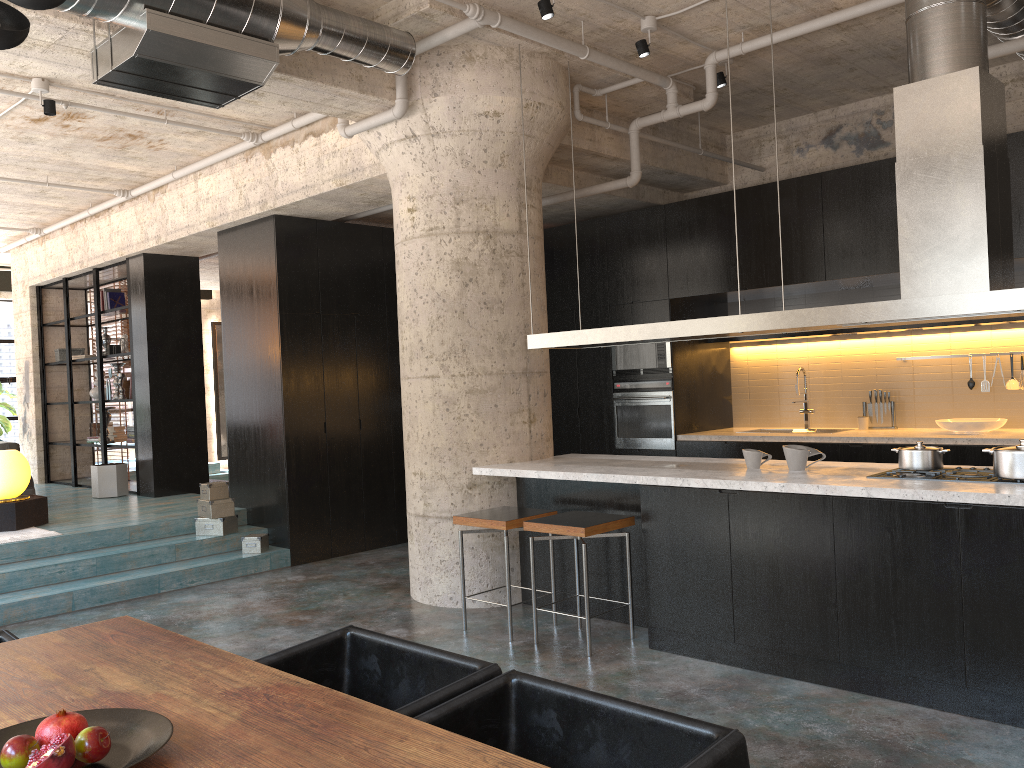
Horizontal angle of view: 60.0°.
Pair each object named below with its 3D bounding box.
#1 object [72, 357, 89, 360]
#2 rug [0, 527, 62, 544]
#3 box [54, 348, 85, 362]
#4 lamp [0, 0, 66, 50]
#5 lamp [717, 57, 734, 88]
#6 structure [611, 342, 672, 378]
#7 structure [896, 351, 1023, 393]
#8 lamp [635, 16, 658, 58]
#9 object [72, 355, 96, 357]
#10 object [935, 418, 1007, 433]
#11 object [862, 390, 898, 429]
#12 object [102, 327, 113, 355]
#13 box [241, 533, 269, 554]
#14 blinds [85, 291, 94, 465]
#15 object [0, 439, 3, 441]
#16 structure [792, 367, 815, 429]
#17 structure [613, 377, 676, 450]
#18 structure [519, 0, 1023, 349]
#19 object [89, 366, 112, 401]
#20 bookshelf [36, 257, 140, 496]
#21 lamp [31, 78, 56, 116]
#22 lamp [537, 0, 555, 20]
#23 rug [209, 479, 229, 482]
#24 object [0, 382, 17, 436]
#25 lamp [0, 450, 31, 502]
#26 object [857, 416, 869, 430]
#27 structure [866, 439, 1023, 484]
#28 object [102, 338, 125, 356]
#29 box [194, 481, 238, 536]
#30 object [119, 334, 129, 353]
[{"bbox_3d":[-5.342,-0.317,11.044,0.243,0.034,0.179,-3,0,22],"label":"object"},{"bbox_3d":[-7.345,1.346,8.623,7.768,0.032,2.954,-2,0,44],"label":"rug"},{"bbox_3d":[-5.628,-0.367,11.290,0.306,0.157,0.312,-3,0,-36],"label":"box"},{"bbox_3d":[-1.025,-1.593,1.735,1.813,1.327,0.583,-2,0,44],"label":"lamp"},{"bbox_3d":[1.525,-2.256,6.387,0.145,0.236,0.107,-3,0,27],"label":"lamp"},{"bbox_3d":[1.394,-0.299,8.391,0.659,0.450,0.612,-2,0,44],"label":"structure"},{"bbox_3d":[3.689,-0.086,7.118,1.171,0.315,0.074,-2,0,44],"label":"structure"},{"bbox_3d":[0.867,-2.224,5.705,0.145,0.236,0.107,-3,0,27],"label":"lamp"},{"bbox_3d":[-5.333,-0.346,11.046,0.227,0.024,0.166,-3,0,23],"label":"object"},{"bbox_3d":[3.509,0.322,6.780,0.490,0.093,0.490,-2,0,41],"label":"object"},{"bbox_3d":[3.125,0.216,7.551,0.291,0.336,0.060,-3,0,38],"label":"object"},{"bbox_3d":[-5.041,-0.508,11.010,0.178,0.394,0.180,-3,0,38],"label":"object"},{"bbox_3d":[-2.179,1.356,7.536,0.172,0.140,0.187,-3,0,7],"label":"box"},{"bbox_3d":[-4.624,0.136,11.014,2.915,3.160,0.136,-2,0,44],"label":"blinds"},{"bbox_3d":[-5.561,0.790,8.952,0.985,0.438,0.444,-3,0,-20],"label":"object"},{"bbox_3d":[2.568,0.129,7.869,0.125,0.559,0.269,-2,0,44],"label":"structure"},{"bbox_3d":[1.388,0.268,8.359,0.664,0.651,0.649,-2,0,44],"label":"structure"},{"bbox_3d":[1.360,-1.322,4.801,3.117,2.100,0.538,-2,0,44],"label":"structure"},{"bbox_3d":[-5.228,-0.007,11.266,0.265,0.432,0.265,-3,0,-2],"label":"object"},{"bbox_3d":[-4.875,-0.043,10.754,2.900,2.571,0.628,-2,0,44],"label":"bookshelf"},{"bbox_3d":[-3.142,-1.919,5.941,0.107,0.215,0.141,-3,0,26],"label":"lamp"},{"bbox_3d":[0.219,-2.193,5.033,0.145,0.236,0.107,-3,0,27],"label":"lamp"},{"bbox_3d":[-3.871,1.455,11.641,1.759,0.377,0.541,-2,0,44],"label":"rug"},{"bbox_3d":[-7.858,0.598,13.163,0.921,1.543,0.817,-3,0,13],"label":"object"},{"bbox_3d":[-4.342,0.776,7.522,0.462,0.417,0.462,-3,0,-18],"label":"lamp"},{"bbox_3d":[2.988,0.332,7.547,0.092,0.117,0.092,-3,0,-7],"label":"object"},{"bbox_3d":[2.193,0.342,4.212,0.833,0.187,0.506,-2,0,44],"label":"structure"},{"bbox_3d":[-4.602,-0.433,10.298,0.200,0.200,0.409,-3,0,-36],"label":"object"},{"bbox_3d":[-2.552,1.071,7.646,0.331,0.441,0.280,-3,0,33],"label":"box"},{"bbox_3d":[-4.719,-0.467,10.748,0.131,0.280,0.252,-3,0,-38],"label":"object"}]
